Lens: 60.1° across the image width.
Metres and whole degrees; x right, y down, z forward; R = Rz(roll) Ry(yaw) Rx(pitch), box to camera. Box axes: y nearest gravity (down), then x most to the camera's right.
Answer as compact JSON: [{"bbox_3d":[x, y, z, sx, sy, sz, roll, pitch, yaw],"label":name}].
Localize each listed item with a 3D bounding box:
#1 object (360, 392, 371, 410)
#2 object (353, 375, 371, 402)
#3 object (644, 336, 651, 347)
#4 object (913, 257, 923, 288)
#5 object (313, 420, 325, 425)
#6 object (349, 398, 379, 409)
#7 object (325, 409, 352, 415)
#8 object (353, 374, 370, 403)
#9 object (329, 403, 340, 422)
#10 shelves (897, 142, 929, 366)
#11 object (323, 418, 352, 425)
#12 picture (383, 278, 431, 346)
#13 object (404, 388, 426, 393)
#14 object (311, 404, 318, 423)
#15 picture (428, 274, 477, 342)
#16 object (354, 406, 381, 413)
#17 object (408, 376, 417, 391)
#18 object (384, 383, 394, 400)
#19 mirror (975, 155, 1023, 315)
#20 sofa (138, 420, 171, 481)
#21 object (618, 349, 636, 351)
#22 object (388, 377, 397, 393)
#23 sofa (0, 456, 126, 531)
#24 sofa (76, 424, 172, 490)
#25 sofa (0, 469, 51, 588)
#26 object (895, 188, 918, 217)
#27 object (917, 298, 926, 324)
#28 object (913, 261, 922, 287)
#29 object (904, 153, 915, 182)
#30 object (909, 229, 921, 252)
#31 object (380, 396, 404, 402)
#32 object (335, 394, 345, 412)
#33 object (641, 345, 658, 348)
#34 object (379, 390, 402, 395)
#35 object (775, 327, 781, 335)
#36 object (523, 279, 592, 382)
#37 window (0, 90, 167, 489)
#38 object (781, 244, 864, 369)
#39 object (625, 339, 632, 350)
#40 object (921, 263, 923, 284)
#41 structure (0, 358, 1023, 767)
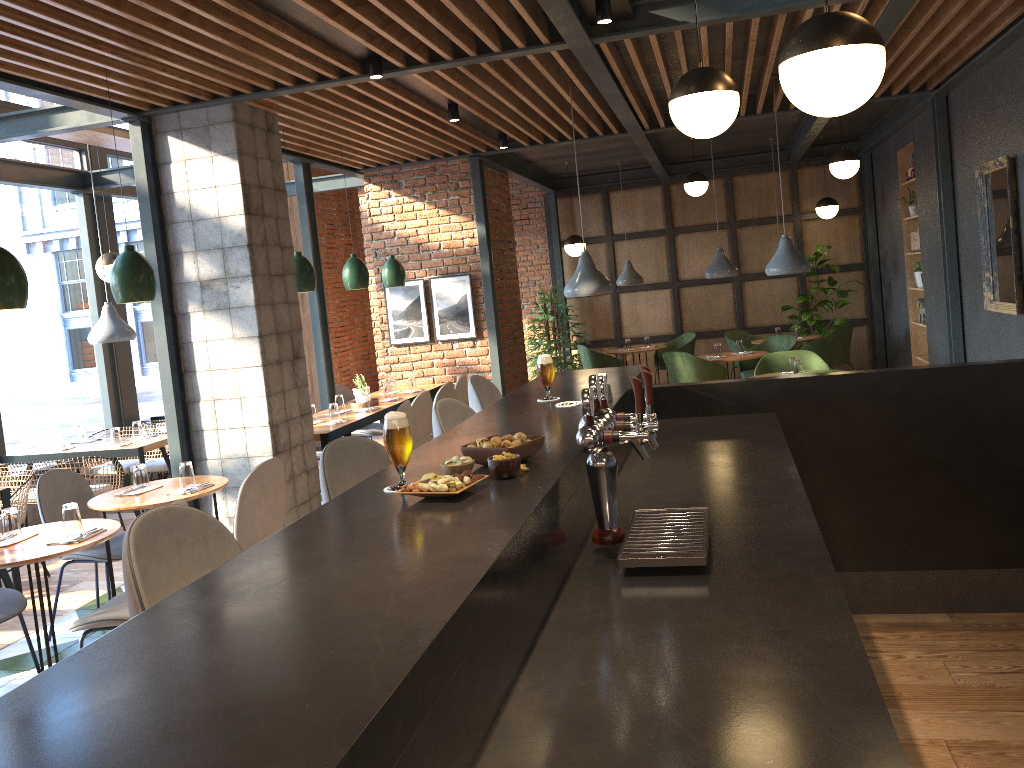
[{"bbox_3d":[-1.192,0.137,7.174,0.080,0.138,0.080,-7,4,-23],"label":"object"},{"bbox_3d":[-1.241,0.051,7.393,0.115,0.281,0.128,-5,4,9],"label":"object"},{"bbox_3d":[1.760,-0.551,11.545,0.080,0.138,0.080,-6,4,-8],"label":"object"},{"bbox_3d":[4.390,-1.196,9.469,0.213,0.328,0.233,-4,5,19],"label":"object"},{"bbox_3d":[-1.521,0.288,6.695,0.157,0.019,0.244,-4,6,14],"label":"object"},{"bbox_3d":[-1.249,0.164,7.470,0.251,0.046,0.254,-7,6,-12],"label":"object"},{"bbox_3d":[-1.409,0.222,7.210,0.157,0.019,0.244,-4,6,14],"label":"object"},{"bbox_3d":[-1.278,0.044,7.515,0.146,0.276,0.146,-6,4,-5],"label":"object"},{"bbox_3d":[-1.327,0.212,6.606,0.080,0.138,0.080,-3,5,37],"label":"object"},{"bbox_3d":[4.436,-1.183,9.442,0.284,2.698,0.839,-5,4,14],"label":"shelves"},{"bbox_3d":[-1.303,0.278,6.584,0.157,0.019,0.244,-4,6,14],"label":"object"},{"bbox_3d":[-1.046,-0.712,8.797,0.429,0.629,0.015,-5,4,14],"label":"picture"},{"bbox_3d":[-0.908,0.061,8.235,0.157,0.019,0.244,-4,6,14],"label":"object"},{"bbox_3d":[-1.510,0.224,6.665,0.080,0.138,0.080,-7,4,-23],"label":"object"},{"bbox_3d":[-0.581,-0.746,8.684,0.429,0.629,0.015,-5,4,14],"label":"picture"},{"bbox_3d":[-1.168,0.204,7.152,0.157,0.019,0.244,-4,6,14],"label":"object"},{"bbox_3d":[-0.932,-0.006,8.257,0.080,0.138,0.080,-7,4,-13],"label":"object"},{"bbox_3d":[-1.078,0.066,7.729,0.080,0.138,0.080,-7,4,-13],"label":"object"},{"bbox_3d":[3.506,-1.058,6.374,0.061,1.082,0.772,-5,4,14],"label":"mirror"},{"bbox_3d":[-3.041,0.654,8.546,1.090,0.731,0.472,-4,4,14],"label":"sofa"},{"bbox_3d":[1.479,-0.445,11.438,0.158,0.019,0.243,-8,6,-20],"label":"object"},{"bbox_3d":[-1.126,0.009,8.307,0.080,0.138,0.080,-3,5,35],"label":"object"},{"bbox_3d":[-3.482,0.899,6.677,1.090,0.731,0.472,-4,4,14],"label":"sofa"},{"bbox_3d":[-3.223,0.756,7.773,1.090,0.731,0.472,-4,4,14],"label":"sofa"},{"bbox_3d":[-3.660,0.998,5.923,1.090,0.731,0.472,-4,4,14],"label":"sofa"},{"bbox_3d":[4.319,-1.962,9.482,0.174,0.328,0.538,-6,5,-7],"label":"object"},{"bbox_3d":[4.450,-0.788,9.519,0.150,0.257,0.524,-5,6,13],"label":"object"},{"bbox_3d":[4.476,-1.209,9.669,0.173,0.294,0.190,-7,4,-12],"label":"object"},{"bbox_3d":[4.299,-2.309,9.378,0.204,0.284,0.519,-5,6,14],"label":"object"},{"bbox_3d":[4.406,-1.538,9.465,0.199,0.240,0.342,-5,5,9],"label":"object"},{"bbox_3d":[-1.053,0.132,7.707,0.157,0.019,0.244,-4,6,14],"label":"object"},{"bbox_3d":[-1.398,0.157,7.180,0.080,0.138,0.080,-3,5,37],"label":"object"},{"bbox_3d":[1.796,-0.487,11.538,0.158,0.019,0.243,-8,6,-20],"label":"object"},{"bbox_3d":[-1.138,0.073,8.336,0.157,0.019,0.244,-4,6,12],"label":"object"},{"bbox_3d":[3.254,-0.624,10.830,0.080,0.138,0.080,-6,4,-9],"label":"object"},{"bbox_3d":[0.586,-0.583,12.020,0.980,1.717,0.914,-7,4,-21],"label":"object"},{"bbox_3d":[-4.655,-1.775,6.109,0.127,5.581,8.760,-5,5,14],"label":"window"},{"bbox_3d":[3.930,-0.871,11.230,1.055,1.789,0.725,-4,4,24],"label":"object"},{"bbox_3d":[1.498,-0.512,11.431,0.080,0.138,0.080,-6,4,-8],"label":"object"},{"bbox_3d":[4.336,-1.175,9.235,0.143,0.349,0.144,-4,4,31],"label":"object"},{"bbox_3d":[1.063,0.626,1.865,2.914,1.392,4.943,-4,6,14],"label":"structure"}]
